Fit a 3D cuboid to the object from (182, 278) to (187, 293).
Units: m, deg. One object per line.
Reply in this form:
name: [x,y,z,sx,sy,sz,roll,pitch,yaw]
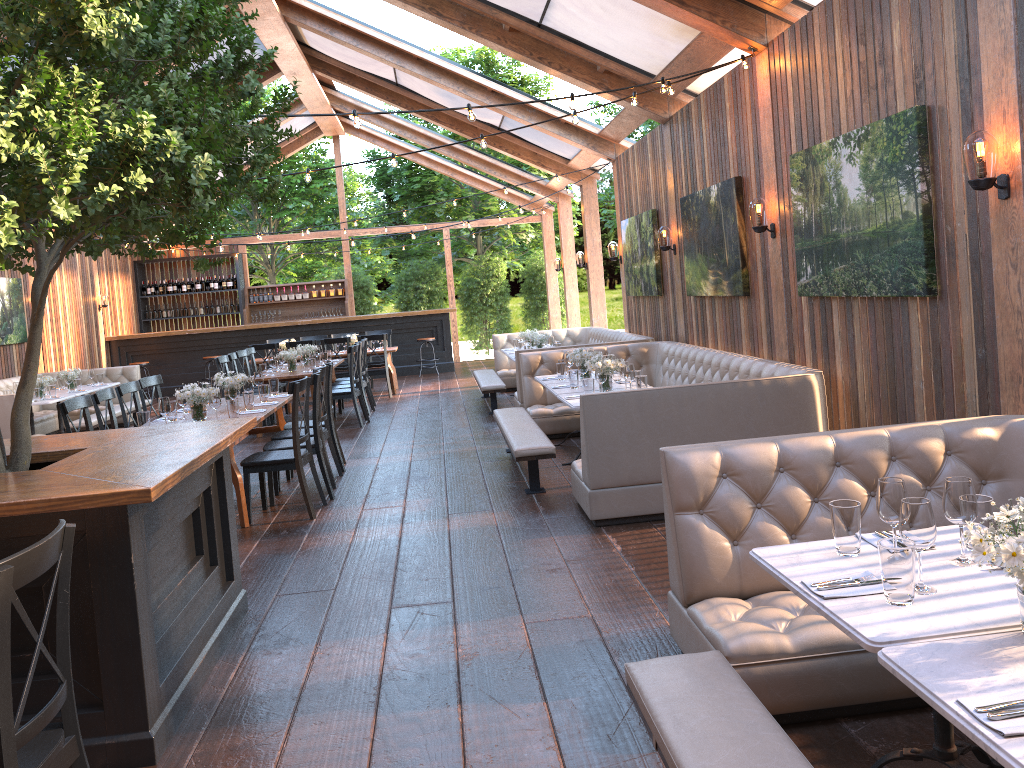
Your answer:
object: [-7.139,-2.146,19.255,0.088,0.333,0.087,-6,3,-24]

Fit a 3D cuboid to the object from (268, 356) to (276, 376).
object: [-2.991,-0.229,11.046,0.092,0.244,0.092,-2,4,43]

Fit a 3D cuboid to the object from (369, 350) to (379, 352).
object: [-2.262,-0.550,14.549,0.157,0.019,0.256,-5,6,-4]

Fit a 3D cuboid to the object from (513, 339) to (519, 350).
object: [0.066,-0.569,12.851,0.092,0.158,0.092,-6,3,-18]

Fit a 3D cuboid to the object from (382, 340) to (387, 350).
object: [-2.099,-0.638,14.588,0.091,0.158,0.092,-3,4,22]

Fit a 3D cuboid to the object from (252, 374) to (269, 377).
object: [-3.137,-0.111,11.113,0.255,0.019,0.158,-5,6,-4]

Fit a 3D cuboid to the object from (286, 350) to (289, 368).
object: [-3.084,-0.339,12.145,0.092,0.244,0.093,-3,3,38]

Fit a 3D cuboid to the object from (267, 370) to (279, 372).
object: [-3.170,-0.172,11.708,0.255,0.019,0.158,-5,6,-4]

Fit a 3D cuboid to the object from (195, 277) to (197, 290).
object: [-6.916,-2.183,19.435,0.088,0.333,0.087,-6,3,-24]

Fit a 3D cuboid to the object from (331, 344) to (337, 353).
object: [-3.022,-0.614,15.063,0.091,0.158,0.092,-3,4,22]

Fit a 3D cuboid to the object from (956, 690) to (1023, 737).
object: [1.014,0.621,1.704,0.255,0.019,0.158,-5,6,-4]

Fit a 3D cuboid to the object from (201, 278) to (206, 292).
object: [-6.734,-2.168,19.303,0.075,0.302,0.075,-6,3,-22]

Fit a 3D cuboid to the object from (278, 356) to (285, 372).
object: [-3.021,-0.289,11.635,0.092,0.244,0.093,-3,3,38]

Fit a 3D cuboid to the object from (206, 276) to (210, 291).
object: [-6.643,-2.188,19.310,0.081,0.323,0.081,-6,3,-26]

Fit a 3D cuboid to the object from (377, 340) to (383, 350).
object: [-2.189,-0.684,14.687,0.092,0.244,0.093,-3,3,38]

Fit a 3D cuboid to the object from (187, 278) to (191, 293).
object: [-7.049,-2.147,19.301,0.078,0.311,0.078,-5,3,-10]

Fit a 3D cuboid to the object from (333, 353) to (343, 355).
object: [-2.845,-0.497,14.495,0.157,0.019,0.256,-5,6,-4]

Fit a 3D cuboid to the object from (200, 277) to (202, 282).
object: [-6.820,-2.189,19.456,0.081,0.323,0.081,-6,3,-26]

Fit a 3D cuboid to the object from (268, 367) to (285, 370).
object: [-3.233,-0.223,12.230,0.255,0.019,0.158,-5,6,-4]

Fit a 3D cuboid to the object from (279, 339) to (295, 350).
object: [-3.728,-0.600,14.753,0.337,0.308,0.329,-8,6,-39]

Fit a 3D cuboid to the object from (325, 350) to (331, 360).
object: [-2.694,-0.417,12.982,0.091,0.158,0.092,-3,4,22]

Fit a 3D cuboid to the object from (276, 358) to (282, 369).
object: [-3.160,-0.281,12.060,0.091,0.158,0.092,-3,4,22]

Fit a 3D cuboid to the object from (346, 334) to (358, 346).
object: [-2.681,-0.692,14.824,0.335,0.308,0.331,-2,5,28]

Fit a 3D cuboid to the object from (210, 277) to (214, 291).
object: [-6.548,-2.185,19.295,0.077,0.306,0.077,-4,3,12]

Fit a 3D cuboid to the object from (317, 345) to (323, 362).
object: [-2.802,-0.444,12.909,0.092,0.244,0.093,-3,3,38]

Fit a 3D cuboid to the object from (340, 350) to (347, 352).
object: [-2.873,-0.565,15.142,0.157,0.019,0.256,-5,6,-4]

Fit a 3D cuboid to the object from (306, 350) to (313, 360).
object: [-2.700,-0.332,11.807,0.092,0.244,0.093,-3,3,38]

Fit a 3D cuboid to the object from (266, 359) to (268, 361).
object: [-3.937,-0.399,14.397,0.157,0.019,0.256,-5,6,-4]

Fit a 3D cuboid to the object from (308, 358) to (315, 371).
object: [-2.552,-0.248,11.296,0.091,0.158,0.092,-2,4,42]

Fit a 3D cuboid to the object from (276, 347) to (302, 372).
object: [-2.874,-0.317,11.481,0.328,0.308,0.338,-2,5,30]

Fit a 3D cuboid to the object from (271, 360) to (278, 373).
object: [-3.099,-0.230,11.547,0.091,0.158,0.092,-3,4,22]

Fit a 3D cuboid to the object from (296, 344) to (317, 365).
object: [-2.917,-0.427,12.532,0.330,0.308,0.336,-8,5,-38]

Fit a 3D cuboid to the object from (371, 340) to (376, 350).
object: [-2.352,-0.709,15.043,0.092,0.244,0.093,-3,3,38]

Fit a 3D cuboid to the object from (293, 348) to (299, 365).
object: [-3.112,-0.401,12.741,0.092,0.244,0.093,-3,3,38]

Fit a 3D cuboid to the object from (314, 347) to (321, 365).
object: [-2.709,-0.389,12.332,0.092,0.244,0.093,-3,3,38]

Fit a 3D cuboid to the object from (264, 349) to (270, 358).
object: [-4.143,-0.514,14.978,0.091,0.158,0.092,-3,4,22]

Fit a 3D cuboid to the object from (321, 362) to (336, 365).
object: [-2.556,-0.280,12.254,0.255,0.019,0.158,-5,6,-4]

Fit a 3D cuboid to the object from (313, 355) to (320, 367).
object: [-2.615,-0.304,11.881,0.091,0.158,0.092,-3,4,22]

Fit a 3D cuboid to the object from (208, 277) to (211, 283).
object: [-6.632,-2.196,19.437,0.137,0.315,0.136,-7,4,-43]

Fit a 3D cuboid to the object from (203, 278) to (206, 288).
object: [-6.746,-2.180,19.406,0.077,0.306,0.077,-4,3,12]

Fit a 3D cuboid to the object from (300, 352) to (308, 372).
object: [-2.635,-0.274,11.205,0.092,0.244,0.092,-2,4,43]

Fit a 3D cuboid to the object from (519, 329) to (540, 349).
object: [0.268,-0.642,12.680,0.330,0.308,0.336,-7,5,-30]

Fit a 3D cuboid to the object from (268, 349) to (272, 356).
object: [-4.056,-0.555,14.892,0.092,0.244,0.093,-3,3,38]

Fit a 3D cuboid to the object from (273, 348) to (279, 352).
object: [-3.870,-0.532,14.538,0.092,0.244,0.093,-3,3,38]

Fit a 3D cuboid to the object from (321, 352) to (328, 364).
object: [-2.624,-0.361,12.406,0.091,0.158,0.092,-3,4,22]

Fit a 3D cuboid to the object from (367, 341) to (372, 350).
object: [-2.443,-0.669,15.134,0.091,0.158,0.092,-3,4,22]

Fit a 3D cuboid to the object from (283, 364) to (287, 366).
object: [-3.249,-0.285,12.823,0.255,0.019,0.158,-5,6,-4]

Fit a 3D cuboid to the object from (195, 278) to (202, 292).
object: [-6.849,-2.167,19.323,0.137,0.315,0.136,-7,4,-43]

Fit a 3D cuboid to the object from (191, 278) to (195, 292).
object: [-6.956,-2.150,19.264,0.077,0.308,0.077,-6,3,-26]

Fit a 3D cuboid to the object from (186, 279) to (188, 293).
object: [-7.108,-2.156,19.433,0.077,0.308,0.077,-6,3,-26]

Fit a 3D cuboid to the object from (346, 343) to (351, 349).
object: [-2.681,-0.586,14.547,0.091,0.158,0.092,-3,4,22]

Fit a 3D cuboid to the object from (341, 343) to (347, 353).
object: [-2.774,-0.632,14.638,0.092,0.244,0.093,-3,3,38]

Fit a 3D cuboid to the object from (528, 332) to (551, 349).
object: [0.372,-0.549,11.733,0.328,0.308,0.338,-3,5,17]

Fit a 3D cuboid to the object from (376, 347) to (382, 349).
object: [-2.267,-0.619,15.196,0.157,0.019,0.256,-5,6,-4]

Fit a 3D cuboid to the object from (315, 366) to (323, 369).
object: [-2.547,-0.223,11.729,0.255,0.019,0.158,-5,6,-4]

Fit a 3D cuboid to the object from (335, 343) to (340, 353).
object: [-2.951,-0.656,14.993,0.092,0.244,0.093,-3,3,38]

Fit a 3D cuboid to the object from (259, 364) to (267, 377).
object: [-3.080,-0.169,10.956,0.091,0.158,0.092,-3,4,32]

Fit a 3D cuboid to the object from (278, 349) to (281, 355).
object: [-3.803,-0.484,14.439,0.091,0.158,0.092,-3,4,22]

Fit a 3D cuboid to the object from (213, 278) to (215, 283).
object: [-6.514,-2.202,19.404,0.078,0.311,0.078,-5,3,-10]
